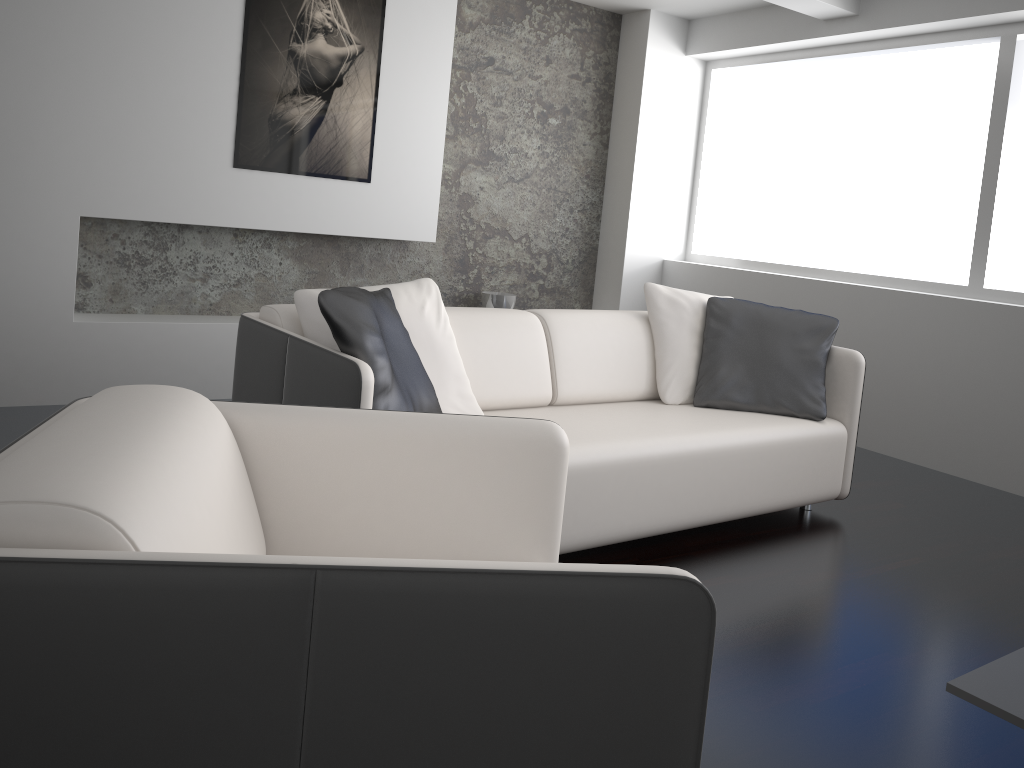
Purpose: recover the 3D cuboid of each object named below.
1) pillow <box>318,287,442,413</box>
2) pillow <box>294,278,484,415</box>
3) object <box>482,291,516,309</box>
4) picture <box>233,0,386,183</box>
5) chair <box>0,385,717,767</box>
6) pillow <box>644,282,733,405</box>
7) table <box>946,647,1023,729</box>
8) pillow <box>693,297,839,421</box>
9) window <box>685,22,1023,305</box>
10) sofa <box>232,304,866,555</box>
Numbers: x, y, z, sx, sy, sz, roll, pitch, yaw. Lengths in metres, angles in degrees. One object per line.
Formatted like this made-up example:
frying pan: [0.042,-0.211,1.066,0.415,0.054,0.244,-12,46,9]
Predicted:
pillow: [-0.349,-0.055,2.533,0.278,0.444,0.572,6,8,9]
pillow: [-0.384,-0.084,2.842,0.327,0.494,0.585,11,10,44]
object: [-0.089,-0.470,5.502,0.215,0.188,0.218,-1,10,-40]
picture: [-1.027,-1.576,4.542,0.744,0.995,0.004,1,6,-35]
chair: [-0.295,0.399,1.330,0.917,0.654,0.779,4,8,-10]
pillow: [0.816,-0.157,3.756,0.586,0.502,0.303,1,7,-31]
table: [1.339,0.687,1.807,1.257,0.310,0.302,-2,10,-36]
pillow: [1.040,-0.109,3.598,0.553,0.432,0.336,7,7,11]
window: [3.567,-0.717,2.889,0.110,1.414,8.174,3,10,-35]
sofa: [0.223,0.099,3.200,2.238,0.653,0.932,-2,11,-37]
